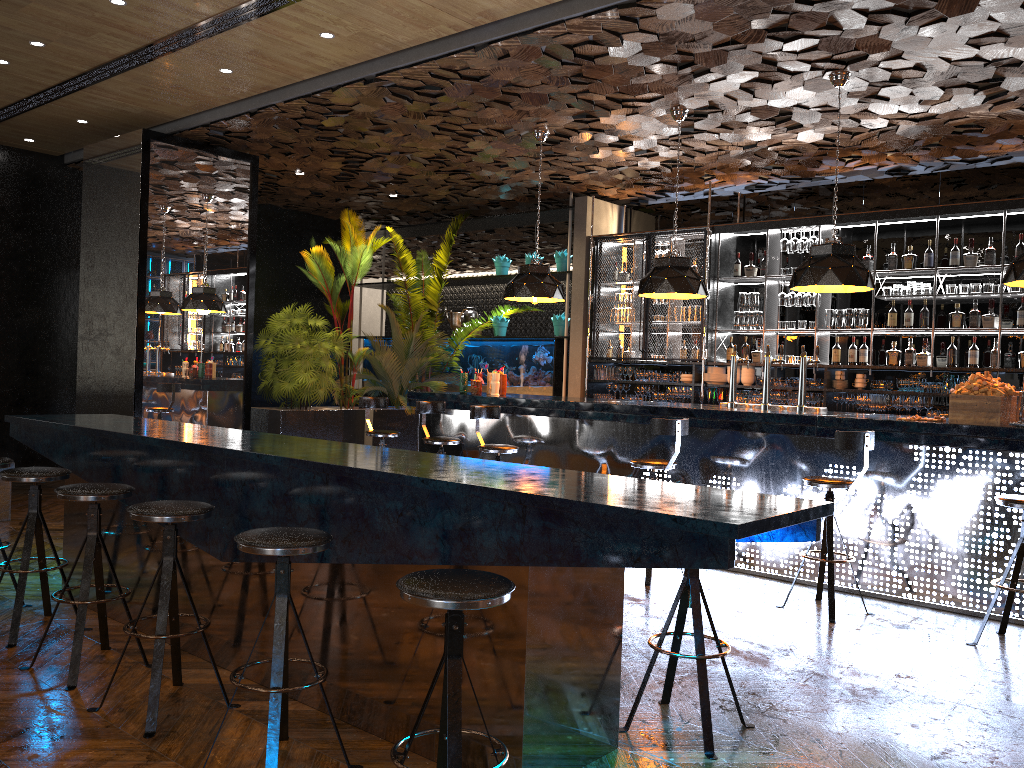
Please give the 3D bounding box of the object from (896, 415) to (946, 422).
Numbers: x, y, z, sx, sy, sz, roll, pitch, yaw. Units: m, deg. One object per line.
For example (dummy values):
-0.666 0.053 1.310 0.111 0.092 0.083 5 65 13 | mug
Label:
2.646 0.224 5.732 0.377 0.045 0.198 2 1 -11 | object

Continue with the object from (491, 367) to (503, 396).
-0.143 -0.025 8.157 0.099 0.264 0.081 2 1 -29 | object

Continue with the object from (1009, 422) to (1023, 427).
3.219 0.249 5.391 0.273 0.019 0.437 3 1 40 | object

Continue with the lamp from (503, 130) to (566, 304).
0.239 -1.546 8.285 0.582 1.606 0.607 3 1 40 | lamp

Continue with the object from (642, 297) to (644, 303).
1.583 -1.065 10.519 0.081 0.213 0.081 1 1 -44 | object

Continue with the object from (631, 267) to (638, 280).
1.480 -1.366 10.721 0.075 0.261 0.075 2 1 -1 | object

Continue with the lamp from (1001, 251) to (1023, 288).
3.504 -1.423 5.666 0.582 1.564 0.607 3 1 40 | lamp

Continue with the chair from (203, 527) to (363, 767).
-0.782 0.904 2.995 0.419 0.813 0.419 3 1 35 | chair

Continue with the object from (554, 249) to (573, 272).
0.656 -1.558 11.316 0.265 0.325 0.245 3 1 34 | object

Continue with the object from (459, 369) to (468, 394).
-0.460 -0.026 8.413 0.084 0.237 0.086 2 1 -31 | object

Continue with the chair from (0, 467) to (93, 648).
-2.396 0.829 4.441 0.419 0.813 0.419 3 1 35 | chair

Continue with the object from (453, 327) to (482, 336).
-0.629 -0.722 12.484 0.320 0.135 0.250 3 1 41 | object

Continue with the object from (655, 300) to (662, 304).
1.750 -1.060 10.567 0.081 0.213 0.081 1 1 -44 | object

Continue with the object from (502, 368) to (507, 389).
-0.092 -0.022 8.432 0.080 0.254 0.091 3 1 43 | object

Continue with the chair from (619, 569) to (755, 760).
0.700 0.952 3.496 0.419 0.813 0.419 3 1 35 | chair

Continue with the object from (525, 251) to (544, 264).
0.290 -1.575 11.633 0.244 0.325 0.255 2 1 -23 | object

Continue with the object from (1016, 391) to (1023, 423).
3.086 0.148 5.324 0.105 0.209 0.105 2 1 -25 | object

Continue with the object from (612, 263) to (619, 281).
1.275 -1.376 10.929 0.075 0.260 0.075 2 1 -1 | object

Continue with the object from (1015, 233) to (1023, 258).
4.615 -1.215 8.044 0.086 0.299 0.086 2 1 -1 | object

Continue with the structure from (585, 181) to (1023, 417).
3.524 -0.379 8.712 6.750 3.553 1.143 3 1 40 | structure

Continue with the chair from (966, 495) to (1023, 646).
2.783 0.865 4.741 0.419 1.108 0.476 2 1 -40 | chair

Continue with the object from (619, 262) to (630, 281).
1.368 -1.361 10.798 0.108 0.244 0.108 2 1 29 | object

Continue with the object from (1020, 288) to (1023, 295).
4.656 -0.866 8.101 0.089 0.092 0.089 2 1 -5 | object

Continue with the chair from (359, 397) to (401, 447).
-1.206 0.681 8.105 0.476 1.108 0.419 3 1 40 | chair

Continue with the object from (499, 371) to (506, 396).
-0.100 -0.032 8.289 0.091 0.277 0.080 2 1 -17 | object

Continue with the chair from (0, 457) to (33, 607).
-2.906 0.806 4.820 0.419 0.813 0.419 3 1 35 | chair

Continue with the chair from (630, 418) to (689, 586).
0.986 0.783 6.124 0.419 1.108 0.476 2 1 -35 | chair

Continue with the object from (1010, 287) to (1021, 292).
4.547 -0.869 8.011 0.089 0.092 0.089 2 1 26 | object

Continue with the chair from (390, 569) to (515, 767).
-0.167 0.933 2.427 0.419 0.813 0.419 3 1 35 | chair

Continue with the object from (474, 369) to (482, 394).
-0.324 -0.026 8.488 0.078 0.246 0.084 3 1 39 | object

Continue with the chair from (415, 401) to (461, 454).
-0.625 0.709 7.524 0.476 1.108 0.419 3 1 40 | chair

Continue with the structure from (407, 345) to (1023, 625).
1.656 0.507 7.032 6.009 1.685 1.214 3 1 40 | structure

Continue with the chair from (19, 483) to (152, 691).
-1.862 0.854 3.936 0.419 0.813 0.419 3 1 35 | chair

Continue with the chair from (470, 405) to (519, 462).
-0.136 0.733 6.950 0.476 1.108 0.419 3 1 40 | chair

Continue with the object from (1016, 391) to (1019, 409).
3.251 0.150 5.792 0.105 0.209 0.105 2 1 16 | object

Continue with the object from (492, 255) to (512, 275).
-0.137 -1.594 11.992 0.265 0.325 0.245 2 1 5 | object

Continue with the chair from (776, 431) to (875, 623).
1.943 0.827 5.371 0.419 1.108 0.476 2 1 -35 | chair

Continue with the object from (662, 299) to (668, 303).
1.791 -1.056 10.342 0.081 0.213 0.081 1 1 -44 | object

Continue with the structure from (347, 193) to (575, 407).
-0.688 -0.666 12.547 4.269 3.734 0.705 3 1 40 | structure

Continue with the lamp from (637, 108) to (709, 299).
1.381 -1.522 7.475 0.582 1.564 0.607 3 1 40 | lamp

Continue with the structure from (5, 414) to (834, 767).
-1.084 0.785 4.185 4.941 0.998 0.673 3 1 40 | structure

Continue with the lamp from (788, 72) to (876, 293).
2.365 -1.474 6.481 0.582 1.564 0.607 3 1 40 | lamp

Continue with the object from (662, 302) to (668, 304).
1.816 -1.057 10.510 0.081 0.213 0.081 1 1 -44 | object

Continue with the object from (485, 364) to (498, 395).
-0.204 -0.048 8.493 0.105 0.298 0.116 2 1 -19 | object

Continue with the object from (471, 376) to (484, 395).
-0.324 0.003 8.294 0.131 0.191 0.110 2 1 -38 | object

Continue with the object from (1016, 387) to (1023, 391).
4.510 0.067 7.845 0.084 0.082 0.084 2 1 -32 | object

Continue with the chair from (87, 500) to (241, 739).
-1.359 0.877 3.504 0.419 0.813 0.419 3 1 35 | chair

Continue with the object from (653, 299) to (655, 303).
1.656 -1.062 10.457 0.081 0.213 0.081 1 1 -44 | object

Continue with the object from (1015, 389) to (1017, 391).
4.507 0.065 7.980 0.084 0.082 0.084 2 1 -32 | object

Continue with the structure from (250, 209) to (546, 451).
-1.550 -0.602 11.687 1.873 3.561 4.073 3 1 42 | structure

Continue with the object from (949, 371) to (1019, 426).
2.980 0.086 5.576 0.340 0.332 0.464 3 1 44 | object

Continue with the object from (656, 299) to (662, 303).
1.722 -1.059 10.401 0.081 0.213 0.081 1 1 -44 | object

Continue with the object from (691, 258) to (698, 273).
2.098 -1.324 10.190 0.073 0.246 0.072 2 1 26 | object
